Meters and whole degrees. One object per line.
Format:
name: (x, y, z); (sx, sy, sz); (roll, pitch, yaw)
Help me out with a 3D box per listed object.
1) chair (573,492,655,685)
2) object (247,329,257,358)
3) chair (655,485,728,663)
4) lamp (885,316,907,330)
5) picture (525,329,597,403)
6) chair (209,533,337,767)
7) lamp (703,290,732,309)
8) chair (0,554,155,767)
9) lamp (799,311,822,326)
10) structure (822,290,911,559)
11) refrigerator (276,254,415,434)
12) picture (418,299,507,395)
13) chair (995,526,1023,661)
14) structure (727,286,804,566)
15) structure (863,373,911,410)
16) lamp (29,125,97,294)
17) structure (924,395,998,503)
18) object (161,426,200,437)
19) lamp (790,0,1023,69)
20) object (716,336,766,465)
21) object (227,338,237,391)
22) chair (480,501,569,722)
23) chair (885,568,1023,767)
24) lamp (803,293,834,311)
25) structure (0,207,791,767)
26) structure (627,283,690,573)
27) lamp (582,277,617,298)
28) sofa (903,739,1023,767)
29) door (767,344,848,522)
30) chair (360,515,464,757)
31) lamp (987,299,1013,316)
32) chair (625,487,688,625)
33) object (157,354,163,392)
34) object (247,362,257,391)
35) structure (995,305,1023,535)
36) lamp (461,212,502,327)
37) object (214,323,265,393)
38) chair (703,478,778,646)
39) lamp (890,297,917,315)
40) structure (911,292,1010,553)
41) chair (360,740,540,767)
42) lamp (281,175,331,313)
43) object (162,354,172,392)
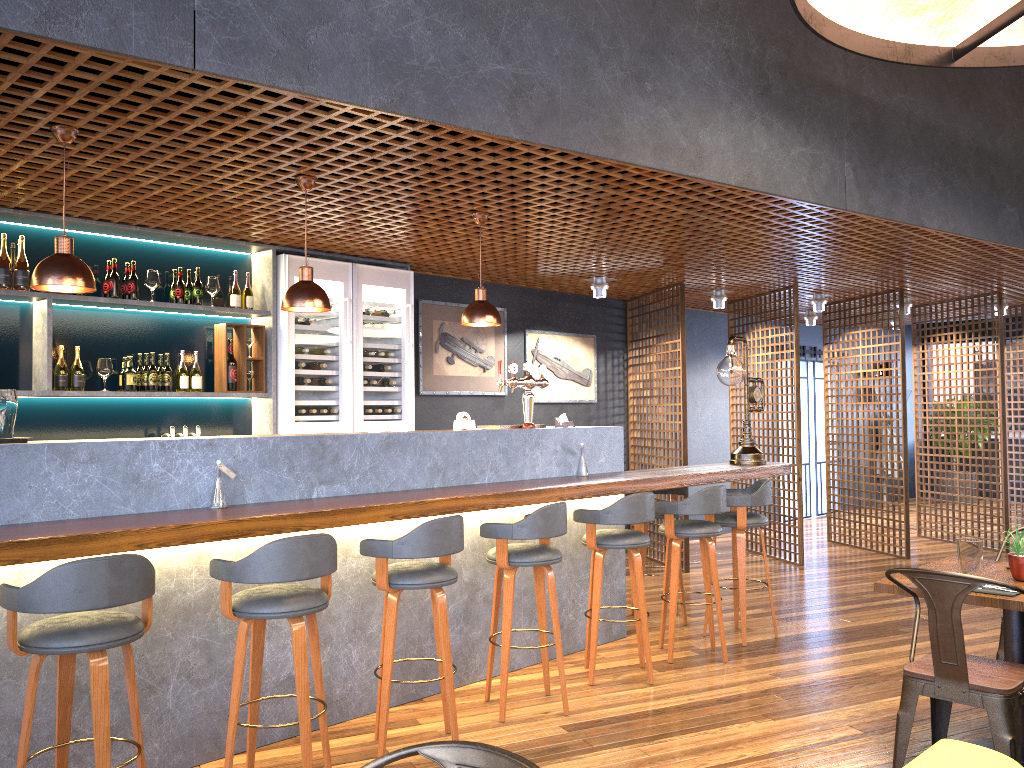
chair: (0.601, 1.133, 5.069); (0.438, 1.048, 0.483); (-1, -2, 16)
object: (-1.853, -0.285, 6.260); (0.097, 0.206, 0.097); (0, -2, -5)
chair: (1.089, 1.141, 5.460); (0.483, 1.048, 0.438); (0, -2, -16)
lamp: (5.071, -0.802, 11.680); (0.228, 0.172, 0.228); (1, -3, -45)
picture: (0.503, -0.164, 8.799); (1.039, 0.697, 0.028); (1, -3, -45)
chair: (-0.926, 1.097, 3.460); (0.483, 1.048, 0.438); (0, -2, -16)
lamp: (2.105, -0.858, 9.021); (0.228, 0.172, 0.228); (1, -3, -45)
chair: (-1.450, 1.088, 3.017); (0.438, 1.048, 0.483); (-1, -2, 16)
lamp: (5.817, 0.302, 6.794); (3.017, 2.714, 9.057); (1, -3, -45)
structure: (3.773, 0.420, 9.529); (0.050, 2.700, 1.319); (0, -2, -15)
refrigerator: (-1.301, 0.150, 6.731); (1.159, 2.109, 0.454); (1, -3, -45)
picture: (-0.418, -0.307, 7.890); (1.039, 0.809, 0.028); (1, -3, -45)
chair: (2.603, 1.149, 4.226); (0.541, 0.917, 0.504); (1, -3, -45)
structure: (2.610, 0.423, 9.222); (0.050, 2.700, 1.319); (0, -2, -15)
structure: (5.934, 0.125, 14.000); (1.220, 0.563, 0.293); (1, -3, -45)
lamp: (-1.866, -0.729, 3.695); (0.250, 0.673, 0.250); (0, -2, -12)
structure: (7.266, 1.013, 14.415); (1.166, 1.763, 0.993); (-1, -2, 16)
object: (-2.219, 0.525, 5.916); (0.310, 0.492, 0.204); (1, -3, -45)
lamp: (2.512, -2.336, 3.442); (2.778, 1.159, 2.778); (-1, -2, 5)
object: (1.727, 0.121, 6.570); (0.263, 0.944, 0.566); (-2, -2, 38)
object: (-1.954, -0.131, 6.152); (0.092, 0.369, 0.091); (-1, -2, 14)
chair: (0.054, 1.121, 4.519); (0.483, 1.048, 0.438); (0, -2, -31)
chair: (1.720, 1.130, 3.350); (0.541, 0.917, 0.504); (1, -3, -45)
lamp: (3.240, -0.858, 9.366); (0.228, 0.172, 0.228); (1, -3, -45)
structure: (-2.084, 0.313, 4.332); (9.298, 2.700, 2.700); (1, -3, -45)
structure: (1.446, 0.425, 8.914); (0.050, 2.700, 1.319); (0, -2, -15)
lamp: (0.798, -0.875, 8.075); (0.228, 0.172, 0.228); (1, -3, -45)
sofa: (0.001, 1.050, 0.258); (3.061, 0.914, 0.966); (1, -3, -45)
door: (4.189, 0.659, 12.414); (2.441, 2.386, 0.052); (1, -3, -45)
chair: (-0.432, 1.109, 4.006); (0.438, 1.048, 0.483); (-1, -2, 5)
lamp: (5.516, -0.861, 10.020); (0.228, 0.172, 0.228); (1, -3, -45)
chair: (1.043, 1.172, 6.397); (0.438, 1.048, 0.483); (-1, -2, 16)
object: (-2.329, -0.070, 5.876); (0.063, 0.254, 0.063); (1, -2, -37)
object: (-1.850, -0.051, 6.252); (0.097, 0.206, 0.097); (0, -2, -5)
structure: (6.101, 0.416, 10.145); (0.050, 2.700, 1.319); (0, -2, -15)
lamp: (-0.190, -0.692, 5.359); (0.250, 0.673, 0.250); (0, -2, -12)
object: (-1.902, -0.176, 6.203); (0.161, 0.475, 0.300); (-2, -3, 45)
chair: (1.500, 1.150, 5.883); (0.438, 1.048, 0.483); (-2, -2, 37)
lamp: (4.319, -0.857, 9.767); (0.228, 0.172, 0.228); (1, -3, -45)
structure: (4.937, 0.418, 9.837); (0.050, 2.700, 1.319); (0, -2, -15)
chair: (-0.191, 1.084, 1.324); (0.541, 0.917, 0.504); (1, -3, -45)
lamp: (-1.047, -0.711, 4.507); (0.250, 0.673, 0.250); (0, -2, -12)
object: (-2.264, -0.072, 5.823); (0.063, 0.254, 0.063); (-1, -2, 8)
